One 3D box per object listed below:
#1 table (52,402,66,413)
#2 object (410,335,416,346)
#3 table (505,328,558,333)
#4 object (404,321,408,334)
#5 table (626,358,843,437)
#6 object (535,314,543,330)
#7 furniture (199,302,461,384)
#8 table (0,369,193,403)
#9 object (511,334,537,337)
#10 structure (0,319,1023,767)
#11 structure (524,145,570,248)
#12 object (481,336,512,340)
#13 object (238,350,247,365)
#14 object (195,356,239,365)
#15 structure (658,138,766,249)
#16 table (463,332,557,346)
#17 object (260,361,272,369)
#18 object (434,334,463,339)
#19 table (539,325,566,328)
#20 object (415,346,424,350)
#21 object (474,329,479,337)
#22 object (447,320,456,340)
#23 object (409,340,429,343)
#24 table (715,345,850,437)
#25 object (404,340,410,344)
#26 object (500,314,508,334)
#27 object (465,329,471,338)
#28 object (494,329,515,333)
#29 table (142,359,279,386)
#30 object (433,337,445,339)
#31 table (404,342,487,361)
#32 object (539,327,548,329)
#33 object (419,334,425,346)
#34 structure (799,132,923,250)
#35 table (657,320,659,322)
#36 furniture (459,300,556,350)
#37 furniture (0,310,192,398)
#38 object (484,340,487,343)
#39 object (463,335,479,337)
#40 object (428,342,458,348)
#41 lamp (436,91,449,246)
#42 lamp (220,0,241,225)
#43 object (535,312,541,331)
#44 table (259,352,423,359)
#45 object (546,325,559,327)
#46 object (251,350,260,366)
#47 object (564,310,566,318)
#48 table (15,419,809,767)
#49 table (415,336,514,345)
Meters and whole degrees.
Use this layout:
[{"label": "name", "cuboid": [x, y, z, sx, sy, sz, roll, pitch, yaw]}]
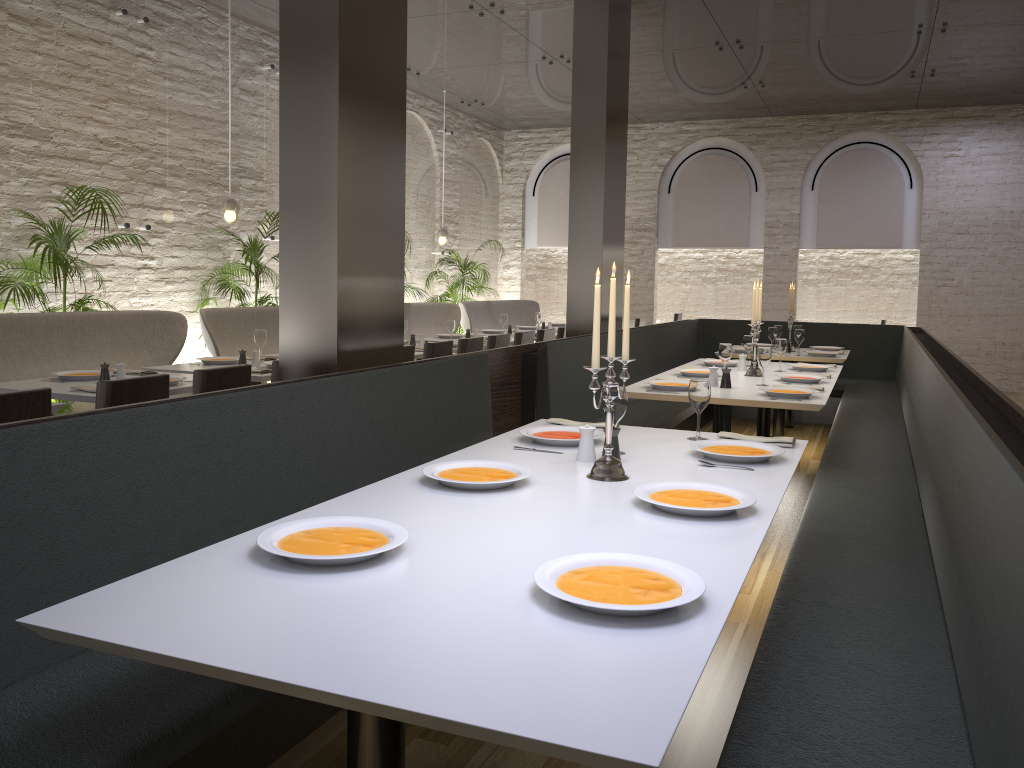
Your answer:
[{"label": "table", "cuboid": [-2.649, 0.487, 3.752, 0.937, 0.758, 1.013, 3, 6, 22]}, {"label": "object", "cuboid": [-0.897, -0.400, 8.013, 0.059, 0.109, 0.059, 2, 5, 14]}, {"label": "table", "cuboid": [0.439, -0.304, 11.227, 0.937, 0.758, 1.013, 3, 6, 22]}, {"label": "object", "cuboid": [-0.973, -0.449, 7.904, 0.086, 0.230, 0.087, -1, 5, -26]}, {"label": "table", "cuboid": [1.551, 0.326, 5.883, 1.101, 0.757, 2.546, 3, 7, 22]}, {"label": "object", "cuboid": [0.315, -0.703, 10.354, 0.086, 0.230, 0.087, -2, 6, -38]}, {"label": "furniture", "cuboid": [-1.389, -0.228, 8.757, 0.709, 1.093, 4.488, 3, 7, 22]}, {"label": "table", "cuboid": [-2.172, 0.364, 4.906, 0.937, 0.758, 1.013, 3, 6, 22]}, {"label": "object", "cuboid": [0.132, -0.531, 9.747, 0.273, 0.033, 0.143, 4, 7, 22]}, {"label": "structure", "cuboid": [0.971, 0.361, 4.414, 2.373, 0.997, 10.778, 4, 7, 22]}, {"label": "structure", "cuboid": [0.973, -3.051, 14.421, 1.635, 1.670, 0.098, 3, 5, 22]}, {"label": "object", "cuboid": [-0.155, -0.464, 9.046, 0.321, 0.036, 0.322, 1, 6, 0]}, {"label": "object", "cuboid": [-1.784, -0.173, 5.868, 0.059, 0.109, 0.059, 4, 5, 31]}, {"label": "object", "cuboid": [-1.984, -0.156, 6.026, 0.321, 0.036, 0.322, -3, 8, -32]}, {"label": "structure", "cuboid": [3.062, -2.912, 13.564, 1.635, 1.670, 0.098, 3, 5, 22]}, {"label": "table", "cuboid": [0.019, -0.197, 10.209, 0.937, 0.758, 1.013, 3, 6, 22]}, {"label": "object", "cuboid": [-1.488, -0.123, 5.820, 0.321, 0.036, 0.322, -3, 8, -32]}, {"label": "object", "cuboid": [-0.651, -0.497, 9.251, 0.321, 0.036, 0.322, 1, 6, 0]}, {"label": "table", "cuboid": [0.874, -0.416, 12.279, 0.937, 0.758, 1.013, 3, 6, 22]}, {"label": "object", "cuboid": [-0.740, -0.308, 7.635, 0.273, 0.033, 0.143, 4, 7, 22]}, {"label": "object", "cuboid": [-0.369, -0.515, 9.109, 0.059, 0.109, 0.059, 2, 5, 14]}, {"label": "object", "cuboid": [-0.565, -0.478, 8.226, 0.086, 0.230, 0.087, -1, 5, -26]}, {"label": "object", "cuboid": [-0.951, -0.408, 8.480, 0.273, 0.033, 0.143, 4, 7, 22]}, {"label": "table", "cuboid": [2.525, 0.076, 8.242, 1.101, 0.757, 1.191, 3, 6, 22]}, {"label": "object", "cuboid": [-1.098, -0.383, 8.171, 0.321, 0.036, 0.322, 1, 6, 0]}, {"label": "object", "cuboid": [-0.094, -0.675, 10.032, 0.086, 0.230, 0.087, -2, 6, -38]}, {"label": "object", "cuboid": [-0.451, -0.515, 9.093, 0.059, 0.109, 0.059, 2, 5, 14]}, {"label": "object", "cuboid": [-0.078, -0.632, 10.592, 0.273, 0.033, 0.143, 4, 7, 22]}, {"label": "table", "cuboid": [-1.740, 0.254, 5.952, 0.937, 0.758, 1.013, 3, 6, 22]}, {"label": "object", "cuboid": [-0.726, -0.469, 9.084, 0.185, 0.010, 0.017, 4, 6, 22]}, {"label": "table", "cuboid": [-0.854, 0.027, 8.097, 0.937, 0.758, 1.013, 3, 6, 22]}, {"label": "object", "cuboid": [0.342, -0.739, 11.610, 0.273, 0.033, 0.143, 4, 7, 22]}, {"label": "object", "cuboid": [-0.815, -0.400, 8.029, 0.059, 0.109, 0.059, 2, 5, 14]}, {"label": "structure", "cuboid": [5.022, -2.783, 12.761, 1.635, 1.670, 0.098, 3, 5, 22]}, {"label": "table", "cuboid": [1.906, -0.700, 14.954, 0.937, 0.758, 1.013, 3, 6, 22]}, {"label": "furniture", "cuboid": [0.013, -0.587, 12.149, 0.708, 1.094, 2.591, 3, 6, 22]}, {"label": "furniture", "cuboid": [-3.158, 0.225, 4.476, 0.709, 1.093, 4.488, 3, 7, 22]}, {"label": "object", "cuboid": [-0.294, -0.422, 8.715, 0.273, 0.033, 0.143, 4, 7, 22]}, {"label": "object", "cuboid": [-0.505, -0.522, 9.561, 0.273, 0.033, 0.143, 4, 7, 22]}, {"label": "object", "cuboid": [-0.602, -0.350, 7.965, 0.321, 0.036, 0.322, 1, 6, 0]}, {"label": "lamp", "cuboid": [-0.908, -2.857, 11.774, 0.178, 2.035, 0.178, 1, 4, 1]}, {"label": "lamp", "cuboid": [-2.511, -2.446, 7.893, 0.178, 2.035, 0.178, 5, 6, 43]}, {"label": "object", "cuboid": [0.325, -0.782, 11.044, 0.086, 0.230, 0.087, -2, 6, -38]}, {"label": "table", "cuboid": [-1.297, 0.140, 7.025, 0.937, 0.758, 1.013, 3, 6, 22]}, {"label": "object", "cuboid": [0.556, -0.798, 12.186, 0.185, 0.010, 0.017, 4, 6, 22]}, {"label": "object", "cuboid": [-1.701, -0.173, 5.883, 0.059, 0.109, 0.059, 4, 5, 31]}, {"label": "object", "cuboid": [0.754, -0.892, 12.085, 0.086, 0.230, 0.087, -2, 6, -38]}, {"label": "table", "cuboid": [0.146, 0.686, 2.483, 1.101, 0.757, 2.546, 3, 7, 22]}, {"label": "table", "cuboid": [-0.408, -0.088, 9.177, 0.937, 0.758, 1.013, 3, 6, 22]}]
